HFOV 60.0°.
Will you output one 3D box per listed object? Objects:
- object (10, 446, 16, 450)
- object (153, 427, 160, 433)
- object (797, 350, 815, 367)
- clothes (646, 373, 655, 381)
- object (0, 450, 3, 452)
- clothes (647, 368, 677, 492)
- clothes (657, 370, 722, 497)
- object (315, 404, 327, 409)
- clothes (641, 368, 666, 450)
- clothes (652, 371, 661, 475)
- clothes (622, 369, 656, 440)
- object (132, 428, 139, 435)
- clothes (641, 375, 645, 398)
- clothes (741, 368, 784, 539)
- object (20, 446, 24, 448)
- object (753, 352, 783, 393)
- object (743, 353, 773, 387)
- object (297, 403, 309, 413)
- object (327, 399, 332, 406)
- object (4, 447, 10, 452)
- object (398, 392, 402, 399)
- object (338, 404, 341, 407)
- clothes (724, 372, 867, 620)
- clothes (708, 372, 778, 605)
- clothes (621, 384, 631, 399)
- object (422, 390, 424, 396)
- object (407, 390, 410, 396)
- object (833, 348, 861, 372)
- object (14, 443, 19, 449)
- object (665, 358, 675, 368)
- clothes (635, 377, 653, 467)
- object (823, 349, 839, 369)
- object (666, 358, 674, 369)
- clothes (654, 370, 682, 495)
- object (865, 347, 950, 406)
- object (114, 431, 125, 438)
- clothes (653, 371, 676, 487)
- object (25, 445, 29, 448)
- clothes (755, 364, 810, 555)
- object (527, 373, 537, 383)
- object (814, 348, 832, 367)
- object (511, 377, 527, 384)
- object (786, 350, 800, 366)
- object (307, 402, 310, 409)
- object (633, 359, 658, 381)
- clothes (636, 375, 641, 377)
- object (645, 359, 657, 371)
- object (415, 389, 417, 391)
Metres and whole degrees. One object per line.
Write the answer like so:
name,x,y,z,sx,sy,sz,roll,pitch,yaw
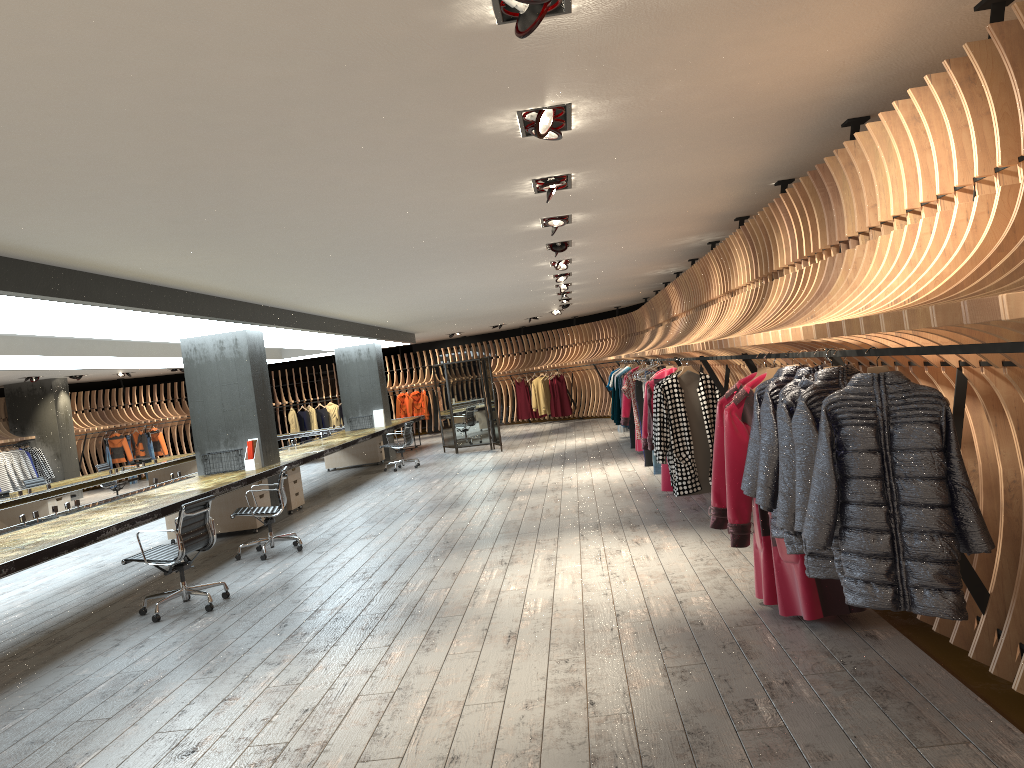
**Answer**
object,-10.713,1.440,19.044,0.517,0.313,0.012,-8,0,4
object,-9.502,1.191,23.533,0.524,0.270,0.012,-7,0,34
object,1.353,-0.046,4.054,0.440,0.226,0.010,-8,0,-6
clothes,1.833,0.242,10.915,0.278,0.767,0.263,-8,0,11
object,-10.742,1.450,18.604,0.517,0.313,0.012,-8,0,4
clothes,1.797,0.474,9.468,0.839,1.312,0.321,-8,0,33
clothes,1.692,0.447,8.189,0.773,1.161,0.191,-8,0,-6
object,-5.660,0.629,26.131,0.524,0.270,0.012,-7,0,29
clothes,1.815,0.467,9.756,0.839,1.312,0.321,-8,0,23
clothes,1.896,0.580,11.202,0.373,1.536,0.312,-8,0,15
clothes,1.979,0.284,12.758,0.760,1.030,0.179,-8,0,-10
object,-9.789,1.240,23.075,0.524,0.270,0.012,-8,0,24
clothes,1.912,0.432,11.744,0.278,1.141,0.172,-8,0,11
clothes,1.388,0.341,4.294,0.166,0.854,0.744,-8,0,-41
object,-10.690,1.442,19.401,0.516,0.316,0.012,-8,0,4
object,1.416,-0.028,4.697,0.523,0.291,0.015,-8,0,14
object,1.426,-0.044,4.971,0.524,0.270,0.012,-7,0,34
object,-6.143,0.697,26.002,0.524,0.270,0.012,-7,0,39
object,-5.363,0.586,26.207,0.524,0.270,0.012,-7,0,29
object,-10.725,1.444,18.865,0.517,0.313,0.012,-8,0,4
object,-3.269,0.299,26.252,0.012,0.270,0.525,-8,1,19
object,-4.992,0.532,26.263,0.012,0.270,0.525,-8,0,29
clothes,1.542,0.579,4.673,0.839,1.317,0.318,-8,0,11
clothes,1.490,0.577,4.955,0.839,1.312,0.321,-8,0,33
clothes,2.010,0.279,12.979,0.760,1.020,0.188,-8,0,5
object,-2.616,0.211,26.131,0.012,0.270,0.525,-8,1,-16
object,-3.080,0.274,26.241,0.012,0.270,0.525,-8,1,9
object,1.330,-0.024,3.481,0.438,0.244,0.010,-8,0,4
object,-10.760,1.424,19.247,0.525,0.270,0.012,-8,0,4
object,1.748,-0.153,9.775,0.524,0.270,0.012,-8,0,24
clothes,1.995,0.533,12.050,0.539,1.353,0.087,-8,0,3
object,1.308,-0.029,3.602,0.439,0.226,0.010,-7,0,29
object,1.691,-0.141,9.456,0.524,0.270,0.012,-7,0,34
clothes,1.720,0.440,8.412,0.772,1.161,0.191,-8,0,4
object,1.291,-0.020,3.116,0.439,0.226,0.010,-7,0,44
object,-10.075,1.284,22.556,0.525,0.270,0.012,-8,0,19
clothes,1.727,0.435,8.705,0.772,1.161,0.191,-8,0,24
object,-10.681,1.436,19.589,0.517,0.313,0.012,-8,0,4
clothes,1.340,0.337,4.017,0.501,0.854,0.244,-8,0,-12
object,0.623,-0.205,24.232,0.525,0.270,0.012,-8,0,-31
object,1.348,-0.035,3.758,0.438,0.242,0.016,-7,0,29
object,0.204,-0.153,24.625,0.525,0.270,0.012,-8,0,4
object,1.367,-0.051,4.290,0.010,0.226,0.439,-8,0,-36
object,-5.957,0.672,26.068,0.012,0.270,0.524,-8,0,-41
object,1.891,-0.207,12.046,0.525,0.270,0.012,-8,0,4
clothes,1.992,0.530,12.254,0.538,1.353,0.088,-8,0,43
object,1.896,-0.211,12.259,0.524,0.270,0.012,-7,0,44
object,-2.837,0.241,26.181,0.012,0.270,0.526,-8,0,34
